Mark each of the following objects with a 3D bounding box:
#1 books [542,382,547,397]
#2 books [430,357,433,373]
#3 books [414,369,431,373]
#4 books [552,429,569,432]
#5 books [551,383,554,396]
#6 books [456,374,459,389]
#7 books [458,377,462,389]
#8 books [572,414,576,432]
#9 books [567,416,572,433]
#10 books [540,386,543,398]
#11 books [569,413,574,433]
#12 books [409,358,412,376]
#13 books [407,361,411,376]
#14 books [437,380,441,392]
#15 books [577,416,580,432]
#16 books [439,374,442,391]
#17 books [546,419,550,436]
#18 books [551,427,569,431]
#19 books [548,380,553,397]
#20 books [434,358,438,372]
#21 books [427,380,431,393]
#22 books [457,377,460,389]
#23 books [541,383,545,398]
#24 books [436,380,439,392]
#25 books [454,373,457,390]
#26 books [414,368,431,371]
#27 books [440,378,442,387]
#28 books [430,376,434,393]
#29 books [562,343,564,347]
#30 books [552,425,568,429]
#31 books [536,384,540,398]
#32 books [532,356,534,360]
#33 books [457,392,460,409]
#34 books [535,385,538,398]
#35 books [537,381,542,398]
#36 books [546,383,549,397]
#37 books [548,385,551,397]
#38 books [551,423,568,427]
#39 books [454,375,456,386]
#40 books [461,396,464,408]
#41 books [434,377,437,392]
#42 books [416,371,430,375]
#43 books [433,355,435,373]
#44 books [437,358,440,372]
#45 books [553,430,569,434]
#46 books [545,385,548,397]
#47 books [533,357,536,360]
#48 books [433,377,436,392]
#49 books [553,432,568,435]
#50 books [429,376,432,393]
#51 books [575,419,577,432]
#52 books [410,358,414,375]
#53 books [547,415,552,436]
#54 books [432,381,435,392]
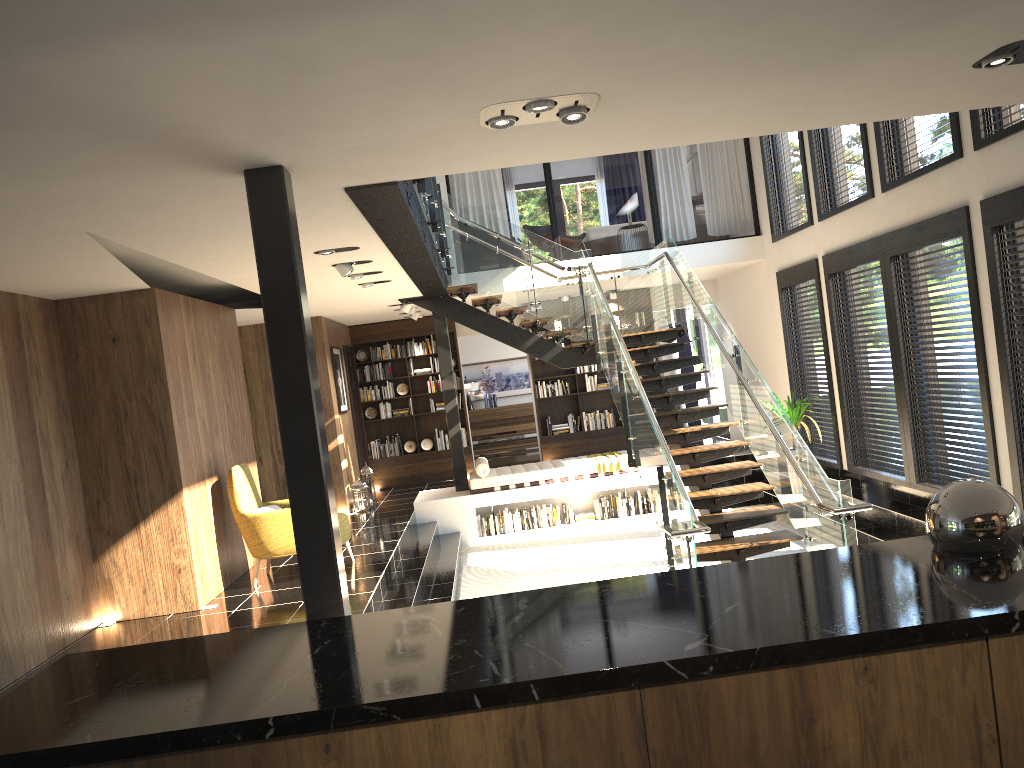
[{"bbox_3d":[0.531,0.091,14.536,0.029,0.258,0.181,-8,1,-2],"label":"books"},{"bbox_3d":[-1.309,-0.313,14.491,0.023,0.265,0.218,-8,1,-2],"label":"books"},{"bbox_3d":[-1.458,-0.209,14.504,0.266,0.030,0.209,-7,1,-1],"label":"books"},{"bbox_3d":[0.793,0.761,14.599,0.271,0.025,0.156,-7,1,-1],"label":"books"},{"bbox_3d":[0.660,0.095,14.562,0.021,0.216,0.170,-8,1,-2],"label":"books"},{"bbox_3d":[-0.895,-0.036,14.473,0.018,0.246,0.144,-8,1,-2],"label":"books"},{"bbox_3d":[-0.847,-0.016,14.452,0.026,0.196,0.170,-8,1,-2],"label":"books"},{"bbox_3d":[1.010,0.643,14.588,0.036,0.302,0.186,-8,1,-2],"label":"books"},{"bbox_3d":[0.947,0.660,14.572,0.030,0.284,0.177,-8,1,-2],"label":"books"},{"bbox_3d":[0.484,0.127,14.534,0.028,0.199,0.175,-8,1,-2],"label":"books"},{"bbox_3d":[0.976,0.643,14.591,0.031,0.310,0.169,-8,1,-2],"label":"books"},{"bbox_3d":[-1.648,-0.276,14.481,0.027,0.279,0.166,-8,1,-2],"label":"books"},{"bbox_3d":[-1.674,-0.254,14.507,0.028,0.242,0.194,-8,1,-2],"label":"books"},{"bbox_3d":[-1.184,0.028,14.438,0.032,0.195,0.183,-8,1,-2],"label":"books"},{"bbox_3d":[1.091,0.656,14.595,0.075,0.255,0.181,-8,1,-2],"label":"books"},{"bbox_3d":[-1.165,-0.018,14.458,0.020,0.281,0.153,-8,1,-2],"label":"books"},{"bbox_3d":[0.594,0.713,14.593,0.025,0.270,0.156,-8,1,-2],"label":"books"},{"bbox_3d":[0.790,0.733,14.584,0.287,0.031,0.176,-8,1,-4],"label":"books"},{"bbox_3d":[0.632,0.071,14.548,0.029,0.272,0.152,-8,1,-2],"label":"books"},{"bbox_3d":[-1.234,-0.308,14.479,0.025,0.235,0.232,-8,1,-2],"label":"books"},{"bbox_3d":[-1.350,0.042,14.475,0.033,0.211,0.132,-8,1,-2],"label":"books"},{"bbox_3d":[-0.872,-0.015,14.467,0.023,0.200,0.121,-8,1,-2],"label":"books"},{"bbox_3d":[0.505,0.101,14.554,0.023,0.245,0.159,-8,1,-2],"label":"books"},{"bbox_3d":[-1.214,0.029,14.465,0.026,0.200,0.154,-8,1,-2],"label":"books"},{"bbox_3d":[-0.914,-0.049,14.450,0.016,0.278,0.201,-8,1,-2],"label":"books"},{"bbox_3d":[-1.462,-0.234,14.512,0.264,0.021,0.189,-8,1,-4],"label":"books"},{"bbox_3d":[-1.137,0.010,14.449,0.027,0.219,0.139,-8,1,-2],"label":"books"},{"bbox_3d":[-1.302,0.005,14.451,0.019,0.272,0.175,-8,1,-2],"label":"books"},{"bbox_3d":[0.837,-0.560,14.507,0.034,0.206,0.167,-8,1,-2],"label":"books"},{"bbox_3d":[0.786,0.705,14.597,0.271,0.025,0.156,-7,1,-1],"label":"books"},{"bbox_3d":[0.424,0.115,14.567,0.028,0.237,0.134,-8,1,-2],"label":"books"},{"bbox_3d":[0.322,-0.496,14.523,0.030,0.212,0.127,-8,1,-2],"label":"books"},{"bbox_3d":[-0.873,0.270,14.483,0.013,0.267,0.177,-8,1,-2],"label":"books"},{"bbox_3d":[0.398,0.124,14.562,0.025,0.227,0.156,-8,1,-2],"label":"books"},{"bbox_3d":[0.450,0.090,14.534,0.028,0.282,0.168,-8,1,-2],"label":"books"},{"bbox_3d":[0.583,0.100,14.551,0.028,0.227,0.136,-8,1,-2],"label":"books"},{"bbox_3d":[0.610,0.111,14.544,0.024,0.197,0.172,-8,1,-2],"label":"books"},{"bbox_3d":[0.783,0.681,14.586,0.257,0.024,0.167,-7,1,-2],"label":"books"},{"bbox_3d":[-0.931,-0.047,14.468,0.018,0.278,0.114,-8,2,-2],"label":"books"},{"bbox_3d":[-0.805,0.293,14.510,0.021,0.204,0.169,-8,1,-2],"label":"books"},{"bbox_3d":[-1.240,0.006,14.442,0.021,0.253,0.167,-8,1,-2],"label":"books"},{"bbox_3d":[-1.455,-0.178,14.518,0.239,0.033,0.176,-8,1,-5],"label":"books"},{"bbox_3d":[-1.274,-0.328,14.476,0.049,0.286,0.259,-8,1,-2],"label":"books"},{"bbox_3d":[-1.199,-0.314,14.498,0.047,0.238,0.225,-8,1,-2],"label":"books"},{"bbox_3d":[0.797,0.785,14.587,0.258,0.024,0.167,-7,1,-1],"label":"books"},{"bbox_3d":[0.559,0.113,14.551,0.022,0.207,0.130,-8,1,-2],"label":"books"},{"bbox_3d":[0.358,-0.482,14.515,0.037,0.178,0.109,-8,1,-2],"label":"books"},{"bbox_3d":[-1.257,0.009,14.450,0.014,0.253,0.169,-8,1,-2],"label":"books"},{"bbox_3d":[0.799,0.810,14.604,0.247,0.026,0.148,-8,1,-3],"label":"books"},{"bbox_3d":[-1.325,0.003,14.468,0.025,0.280,0.145,-8,1,-2],"label":"books"},{"bbox_3d":[1.044,0.683,14.611,0.023,0.212,0.123,-8,1,-2],"label":"books"},{"bbox_3d":[-1.626,-0.278,14.487,0.016,0.278,0.209,-8,1,-2],"label":"books"},{"bbox_3d":[0.618,0.676,14.548,0.028,0.340,0.203,-8,1,-2],"label":"books"},{"bbox_3d":[-1.273,0.047,14.458,0.028,0.181,0.130,-8,1,-2],"label":"books"}]
